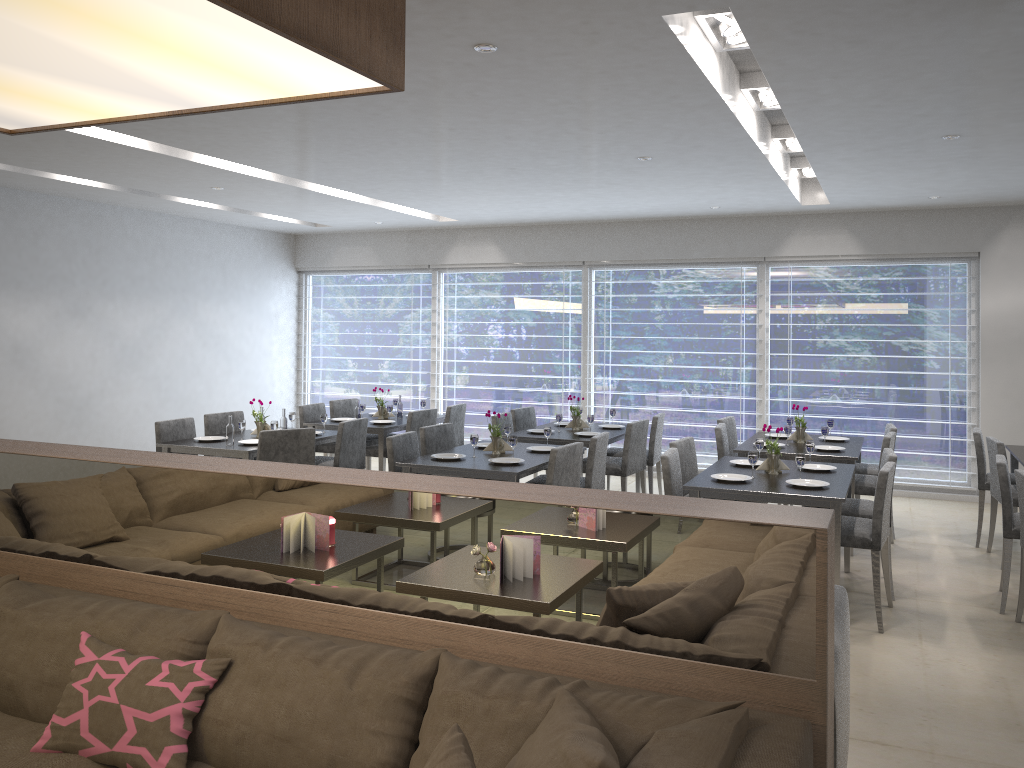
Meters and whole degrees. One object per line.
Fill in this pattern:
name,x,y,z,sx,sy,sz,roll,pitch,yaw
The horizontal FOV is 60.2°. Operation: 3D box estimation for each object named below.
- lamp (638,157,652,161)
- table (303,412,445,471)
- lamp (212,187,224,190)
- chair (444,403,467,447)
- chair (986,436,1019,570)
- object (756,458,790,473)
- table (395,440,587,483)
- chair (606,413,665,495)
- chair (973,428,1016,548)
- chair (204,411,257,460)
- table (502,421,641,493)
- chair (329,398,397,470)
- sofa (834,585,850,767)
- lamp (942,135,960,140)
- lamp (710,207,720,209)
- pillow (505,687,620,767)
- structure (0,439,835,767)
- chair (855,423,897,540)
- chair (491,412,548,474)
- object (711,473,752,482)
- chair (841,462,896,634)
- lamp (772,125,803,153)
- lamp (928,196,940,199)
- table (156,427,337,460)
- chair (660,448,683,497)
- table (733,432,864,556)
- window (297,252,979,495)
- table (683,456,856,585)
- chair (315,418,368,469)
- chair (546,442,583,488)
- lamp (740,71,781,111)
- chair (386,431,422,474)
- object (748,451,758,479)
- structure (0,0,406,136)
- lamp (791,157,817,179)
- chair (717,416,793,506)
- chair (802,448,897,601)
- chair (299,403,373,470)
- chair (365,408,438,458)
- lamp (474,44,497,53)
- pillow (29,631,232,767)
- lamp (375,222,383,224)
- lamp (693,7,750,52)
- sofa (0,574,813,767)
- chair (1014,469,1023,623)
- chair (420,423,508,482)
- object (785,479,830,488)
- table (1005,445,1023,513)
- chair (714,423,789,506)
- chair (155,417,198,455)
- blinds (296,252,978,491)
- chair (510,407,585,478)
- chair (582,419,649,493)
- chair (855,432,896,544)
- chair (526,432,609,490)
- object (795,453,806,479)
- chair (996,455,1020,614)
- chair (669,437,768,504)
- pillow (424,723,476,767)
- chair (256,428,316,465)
lamp,0.832,-1.410,5.536,0.089,0.007,0.089,-1,4,-21
table,-1.133,0.620,7.674,0.777,0.634,1.190,1,3,23
lamp,-2.293,-1.525,6.895,0.089,0.007,0.089,-1,4,-21
chair,-0.696,0.555,7.784,0.492,0.763,0.477,1,0,18
chair,3.246,0.735,5.485,0.492,0.763,0.477,1,0,18
object,1.468,0.445,4.970,0.203,0.100,0.070,0,1,-7
table,-0.093,0.760,5.566,0.777,0.634,1.190,1,3,23
chair,0.950,0.615,7.068,0.492,0.763,0.477,1,0,18
chair,3.403,0.706,5.991,0.492,0.763,0.477,1,0,28
chair,-2.026,0.608,6.699,0.492,0.763,0.477,1,0,28
table,0.513,0.680,6.958,0.777,0.634,1.190,1,3,23
chair,-1.363,0.531,8.066,0.492,0.763,0.477,1,0,28
sofa,-0.823,0.904,3.184,3.799,0.628,0.836,2,2,24
lamp,2.408,-1.352,4.850,0.089,0.007,0.089,-1,4,-21
lamp,1.764,-1.532,7.679,0.089,0.007,0.089,-1,4,-21
pillow,0.044,0.779,1.577,0.291,0.394,0.527,0,2,-8
structure,-1.025,0.740,2.707,3.774,1.009,0.224,2,0,24
chair,2.502,0.672,6.393,0.492,0.763,0.477,1,0,18
chair,0.126,0.621,6.843,0.492,0.763,0.477,1,0,18
object,1.166,0.501,4.699,0.217,0.015,0.217,2,4,23
chair,1.671,0.780,4.504,0.492,0.763,0.477,1,0,28
lamp,1.877,-1.625,5.882,0.226,0.101,0.488,2,4,23
lamp,3.340,-1.475,6.993,0.089,0.007,0.089,-1,4,-21
table,-1.796,0.697,6.307,0.777,0.634,1.190,1,3,23
chair,1.072,0.757,4.776,0.492,0.763,0.477,1,0,18
table,2.065,0.737,6.282,0.777,0.634,1.190,1,3,23
window,0.773,-0.214,9.048,7.104,2.074,0.158,2,0,24
table,1.459,0.817,4.891,0.777,0.634,1.190,1,3,23
chair,-1.353,0.632,6.426,0.492,0.763,0.477,1,0,18
chair,0.119,0.723,5.180,0.492,0.763,0.477,1,0,28
lamp,1.374,-1.559,4.725,0.226,0.101,0.488,2,4,23
chair,-0.480,0.701,5.451,0.492,0.763,0.477,1,0,18
object,1.300,0.436,4.768,0.053,0.139,0.053,1,0,-19
structure,-1.812,-0.872,1.146,2.443,0.618,2.449,2,4,23
lamp,2.321,-1.683,6.902,0.226,0.101,0.488,2,4,23
chair,1.835,0.648,6.674,0.492,0.763,0.477,1,0,28
chair,1.896,0.752,5.001,0.492,0.763,0.477,1,0,18
chair,-1.520,0.561,7.560,0.492,0.763,0.477,1,0,18
chair,-0.921,0.583,7.288,0.492,0.763,0.477,1,0,28
lamp,-0.101,-1.287,3.393,0.089,0.007,0.089,-1,4,-21
pillow,-0.914,0.772,2.124,0.463,0.252,0.180,1,1,19
lamp,-1.361,-1.647,9.038,0.089,0.007,0.089,-1,4,-21
lamp,0.918,-1.499,3.678,0.226,0.101,0.488,2,4,23
sofa,-1.722,0.998,1.134,3.767,0.675,3.182,2,4,23
chair,2.640,0.815,4.093,0.492,0.763,0.477,1,0,18
chair,-0.323,0.671,5.958,0.492,0.763,0.477,1,0,28
object,1.519,0.514,4.545,0.217,0.015,0.217,-1,4,-20
table,3.633,0.795,5.600,0.777,0.634,1.190,1,3,23
chair,1.678,0.678,6.168,0.492,0.763,0.477,1,0,18
chair,-2.183,0.638,6.193,0.492,0.763,0.477,1,0,18
blinds,0.721,-0.236,8.956,7.099,2.045,0.045,2,0,24
chair,0.283,0.591,7.349,0.492,0.763,0.477,1,0,28
chair,0.725,0.644,6.572,0.492,0.763,0.477,1,0,28
chair,2.277,0.701,5.896,0.492,0.763,0.477,1,0,28
chair,0.344,0.695,5.676,0.492,0.763,0.477,1,0,18
object,1.539,0.441,4.716,0.053,0.139,0.053,1,0,-19
chair,2.798,0.785,4.600,0.492,0.763,0.477,1,0,28
chair,1.229,0.728,5.282,0.492,0.763,0.477,1,0,28
pillow,-0.130,0.813,1.458,0.235,0.323,0.381,0,2,-22
chair,-1.589,0.662,5.904,0.477,0.763,0.492,0,0,-37
